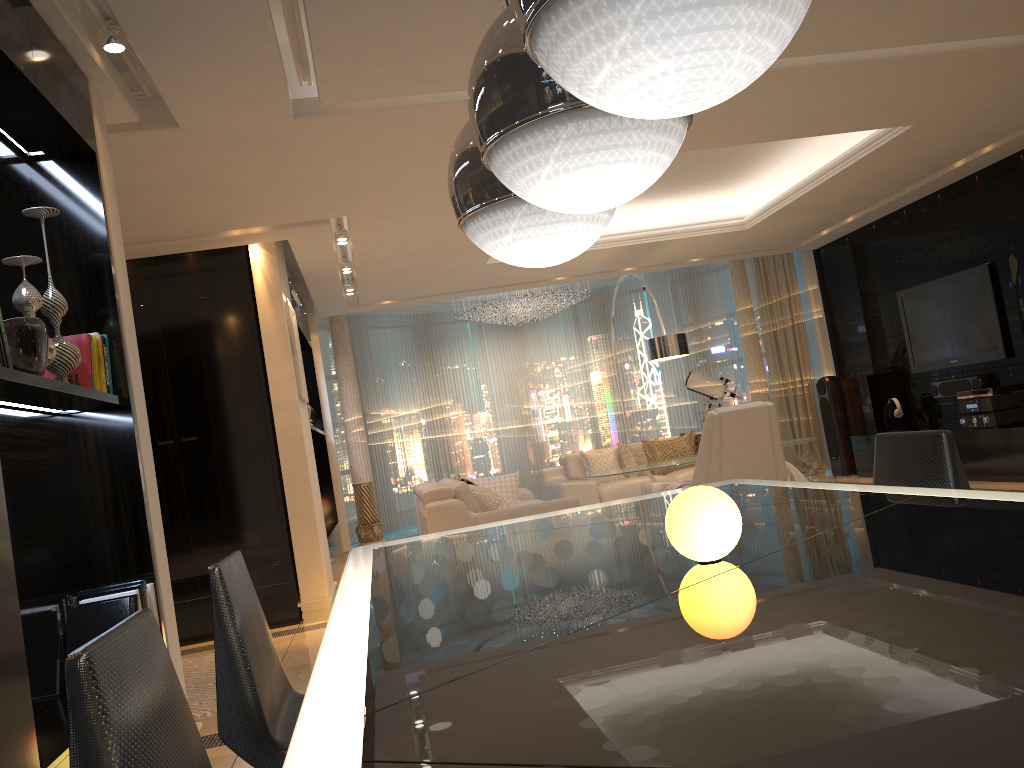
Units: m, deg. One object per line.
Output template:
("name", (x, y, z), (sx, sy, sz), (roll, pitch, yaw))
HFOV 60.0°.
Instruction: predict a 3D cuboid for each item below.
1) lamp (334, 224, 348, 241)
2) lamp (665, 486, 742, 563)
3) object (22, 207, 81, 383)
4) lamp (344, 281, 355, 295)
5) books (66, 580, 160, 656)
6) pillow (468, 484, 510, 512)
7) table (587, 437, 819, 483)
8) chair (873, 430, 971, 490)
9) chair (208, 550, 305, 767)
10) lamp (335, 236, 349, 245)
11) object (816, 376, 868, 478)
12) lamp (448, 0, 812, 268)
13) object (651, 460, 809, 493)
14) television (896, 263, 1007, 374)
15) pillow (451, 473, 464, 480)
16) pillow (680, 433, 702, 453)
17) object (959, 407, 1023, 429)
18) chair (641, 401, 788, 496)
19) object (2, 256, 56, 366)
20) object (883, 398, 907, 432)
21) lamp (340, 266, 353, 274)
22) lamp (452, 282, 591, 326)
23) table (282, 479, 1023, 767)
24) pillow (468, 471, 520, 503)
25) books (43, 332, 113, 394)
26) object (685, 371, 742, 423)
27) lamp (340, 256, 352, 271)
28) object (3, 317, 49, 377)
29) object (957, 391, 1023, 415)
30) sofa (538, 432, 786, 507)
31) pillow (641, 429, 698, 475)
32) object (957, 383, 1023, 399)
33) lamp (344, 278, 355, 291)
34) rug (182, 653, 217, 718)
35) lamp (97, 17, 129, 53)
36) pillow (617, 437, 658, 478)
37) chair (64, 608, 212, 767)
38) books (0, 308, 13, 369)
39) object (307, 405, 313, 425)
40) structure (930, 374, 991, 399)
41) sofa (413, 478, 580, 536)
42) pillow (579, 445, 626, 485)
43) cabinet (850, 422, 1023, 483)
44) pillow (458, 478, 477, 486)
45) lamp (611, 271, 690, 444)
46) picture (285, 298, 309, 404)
("lamp", (-1.268, -1.123, 6.568), (0.107, 0.127, 0.107), (-10, -3, 2))
("lamp", (0.318, 0.232, 1.476), (0.125, 0.125, 0.125), (-12, -5, 41))
("object", (-1.508, -0.268, 2.915), (0.121, 0.612, 0.121), (-9, -4, -14))
("lamp", (-1.585, -0.931, 8.639), (0.107, 0.127, 0.107), (-8, -4, -28))
("books", (-1.355, 0.840, 3.008), (0.222, 0.296, 0.345), (-9, -4, -9))
("pillow", (-0.185, 0.937, 7.050), (0.351, 0.329, 0.521), (-9, -4, -9))
("table", (1.738, 0.916, 7.800), (2.140, 0.565, 0.999), (-9, -4, -10))
("chair", (0.922, 0.584, 2.328), (0.496, 0.858, 0.523), (-9, -4, -9))
("chair", (-0.352, 0.775, 1.994), (0.496, 0.858, 0.523), (-9, -4, -9))
("lamp", (-1.285, -1.113, 6.682), (0.107, 0.127, 0.107), (-10, -3, 2))
("object", (3.715, 0.446, 9.829), (0.468, 1.127, 0.285), (-9, -4, -9))
("lamp", (0.092, -0.943, 1.423), (0.408, 1.226, 1.827), (-9, -4, -9))
("object", (1.716, 0.824, 6.207), (1.347, 0.580, 0.972), (-11, -4, 28))
("television", (4.077, -0.574, 8.276), (0.055, 0.839, 1.358), (-9, -4, -9))
("pillow", (-0.381, 0.975, 7.946), (0.255, 0.399, 0.526), (-9, -4, -9))
("pillow", (2.055, 0.662, 9.244), (0.575, 0.436, 0.301), (-11, -4, 22))
("object", (4.115, 0.295, 7.557), (0.419, 0.130, 0.446), (-9, -4, -9))
("chair", (1.491, 0.656, 6.133), (1.027, 0.991, 0.983), (-9, -4, -10))
("object", (-1.495, -0.181, 2.756), (0.121, 0.416, 0.121), (-9, -4, -14))
("object", (3.904, 0.315, 9.027), (0.197, 0.343, 0.197), (-6, -5, -45))
("lamp", (-1.440, -1.025, 7.703), (0.107, 0.127, 0.107), (-8, -4, -28))
("lamp", (0.128, -1.121, 11.742), (2.109, 0.685, 2.109), (-12, -4, 36))
("table", (0.411, 0.659, 1.359), (1.293, 0.759, 3.031), (-9, -4, -9))
("pillow", (-0.171, 0.989, 8.271), (0.521, 0.325, 0.281), (-9, -3, 0))
("books", (-1.523, -0.062, 3.091), (0.189, 0.238, 0.290), (-9, -4, -11))
("object", (2.515, 0.527, 10.736), (0.616, 1.471, 0.570), (-9, -3, -3))
("lamp", (-1.422, -1.035, 7.583), (0.107, 0.127, 0.107), (-10, -3, 2))
("object", (-1.410, -0.084, 2.491), (0.193, 0.177, 0.375), (-9, -4, -8))
("object", (4.099, 0.166, 7.566), (0.407, 0.130, 0.446), (-9, -4, -9))
("sofa", (1.517, 0.958, 9.151), (2.328, 0.754, 1.145), (-9, -4, -9))
("pillow", (1.660, 0.725, 9.204), (0.575, 0.436, 0.301), (-9, -3, -3))
("object", (4.104, 0.064, 7.573), (0.371, 0.070, 0.441), (-9, -4, -9))
("lamp", (-1.562, -0.955, 8.512), (0.107, 0.127, 0.107), (-8, -4, -28))
("rug", (-3.878, 1.936, 4.382), (5.025, 0.015, 1.526), (-9, -4, -9))
("lamp", (-1.475, -1.291, 3.273), (0.107, 0.127, 0.107), (-8, -4, -28))
("pillow", (1.339, 0.785, 9.225), (0.587, 0.429, 0.288), (-7, -4, -34))
("chair", (-0.225, 0.702, 1.157), (0.496, 0.858, 0.523), (-9, -4, -9))
("books", (-1.388, -0.156, 2.184), (0.210, 0.270, 0.236), (-9, -4, -10))
("object", (-2.087, 0.362, 9.111), (0.116, 0.293, 0.182), (-9, -4, -12))
("structure", (4.145, 0.030, 8.222), (0.107, 0.179, 0.745), (-9, -4, -9))
("sofa", (-0.199, 1.145, 7.557), (1.145, 0.754, 2.328), (-9, -4, -9))
("pillow", (0.955, 0.844, 9.132), (0.463, 0.380, 0.222), (-9, -3, -5))
("cabinet", (4.084, 0.628, 8.144), (0.416, 0.444, 2.842), (-9, -4, -9))
("pillow", (-0.269, 0.944, 7.501), (0.323, 0.355, 0.524), (-9, -4, -9))
("lamp", (1.391, 0.078, 9.094), (0.393, 2.519, 2.009), (-9, -4, -9))
("picture", (-1.603, -0.231, 6.607), (0.027, 0.729, 0.610), (-9, -4, -9))
